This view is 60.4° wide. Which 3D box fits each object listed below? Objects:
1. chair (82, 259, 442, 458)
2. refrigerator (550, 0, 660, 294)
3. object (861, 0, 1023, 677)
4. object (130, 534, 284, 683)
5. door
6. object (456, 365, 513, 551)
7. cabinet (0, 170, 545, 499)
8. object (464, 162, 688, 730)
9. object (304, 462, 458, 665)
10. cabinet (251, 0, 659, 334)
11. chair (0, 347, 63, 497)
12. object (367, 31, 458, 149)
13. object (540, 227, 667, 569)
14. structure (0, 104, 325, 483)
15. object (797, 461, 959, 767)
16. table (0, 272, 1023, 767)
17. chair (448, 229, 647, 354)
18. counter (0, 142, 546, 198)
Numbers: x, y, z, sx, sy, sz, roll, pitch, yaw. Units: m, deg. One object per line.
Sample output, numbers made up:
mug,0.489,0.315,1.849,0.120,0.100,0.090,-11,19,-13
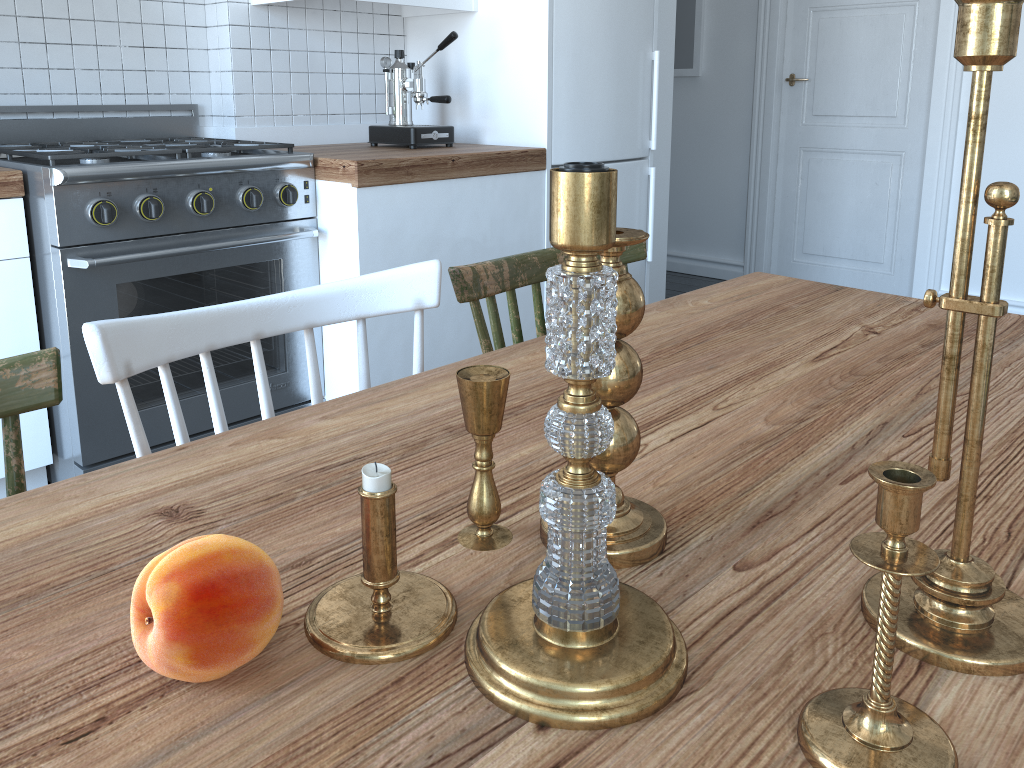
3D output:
chair,-0.140,0.324,0.987,0.516,0.821,0.473,13,19,41
refrigerator,0.114,-0.944,3.337,0.689,1.756,0.584,12,17,42
object,0.294,-0.034,0.547,0.114,0.400,0.116,1,13,5
object,-0.186,0.136,0.542,0.090,0.082,0.086,-10,19,-33
door,1.730,-1.648,4.431,1.054,2.413,0.117,12,17,42
object,-0.022,0.058,0.688,0.050,0.135,0.050,12,17,42
cabinet,-1.287,-0.077,2.233,3.220,0.793,0.741,-14,21,-37
object,0.040,0.024,0.526,0.140,0.303,0.144,-1,13,-5
object,-0.088,0.105,0.583,0.103,0.111,0.105,8,17,28
cabinet,-1.049,-0.887,2.281,3.842,2.310,0.790,-15,20,-42
chair,-0.441,0.453,0.619,0.491,0.806,0.474,12,18,40
object,-0.302,-0.971,2.920,0.358,0.361,0.209,14,19,41
object,0.073,0.005,0.679,0.101,0.241,0.103,-6,14,-23
structure,-1.016,-0.270,2.503,0.731,0.993,0.711,13,19,41
object,0.196,0.121,0.458,0.080,0.156,0.082,0,14,0
table,0.092,0.496,0.658,1.032,0.697,2.262,15,23,40
chair,0.207,0.219,1.329,0.491,0.807,0.474,12,18,40
counter,-1.249,-0.475,2.099,0.858,0.072,3.149,16,24,40
